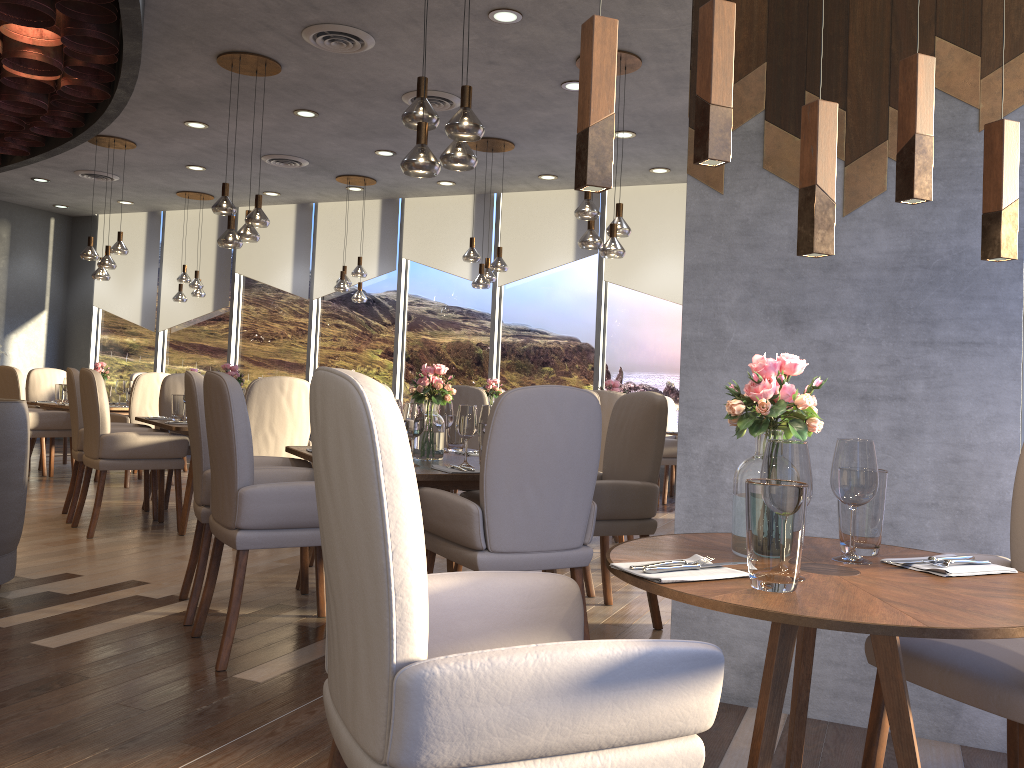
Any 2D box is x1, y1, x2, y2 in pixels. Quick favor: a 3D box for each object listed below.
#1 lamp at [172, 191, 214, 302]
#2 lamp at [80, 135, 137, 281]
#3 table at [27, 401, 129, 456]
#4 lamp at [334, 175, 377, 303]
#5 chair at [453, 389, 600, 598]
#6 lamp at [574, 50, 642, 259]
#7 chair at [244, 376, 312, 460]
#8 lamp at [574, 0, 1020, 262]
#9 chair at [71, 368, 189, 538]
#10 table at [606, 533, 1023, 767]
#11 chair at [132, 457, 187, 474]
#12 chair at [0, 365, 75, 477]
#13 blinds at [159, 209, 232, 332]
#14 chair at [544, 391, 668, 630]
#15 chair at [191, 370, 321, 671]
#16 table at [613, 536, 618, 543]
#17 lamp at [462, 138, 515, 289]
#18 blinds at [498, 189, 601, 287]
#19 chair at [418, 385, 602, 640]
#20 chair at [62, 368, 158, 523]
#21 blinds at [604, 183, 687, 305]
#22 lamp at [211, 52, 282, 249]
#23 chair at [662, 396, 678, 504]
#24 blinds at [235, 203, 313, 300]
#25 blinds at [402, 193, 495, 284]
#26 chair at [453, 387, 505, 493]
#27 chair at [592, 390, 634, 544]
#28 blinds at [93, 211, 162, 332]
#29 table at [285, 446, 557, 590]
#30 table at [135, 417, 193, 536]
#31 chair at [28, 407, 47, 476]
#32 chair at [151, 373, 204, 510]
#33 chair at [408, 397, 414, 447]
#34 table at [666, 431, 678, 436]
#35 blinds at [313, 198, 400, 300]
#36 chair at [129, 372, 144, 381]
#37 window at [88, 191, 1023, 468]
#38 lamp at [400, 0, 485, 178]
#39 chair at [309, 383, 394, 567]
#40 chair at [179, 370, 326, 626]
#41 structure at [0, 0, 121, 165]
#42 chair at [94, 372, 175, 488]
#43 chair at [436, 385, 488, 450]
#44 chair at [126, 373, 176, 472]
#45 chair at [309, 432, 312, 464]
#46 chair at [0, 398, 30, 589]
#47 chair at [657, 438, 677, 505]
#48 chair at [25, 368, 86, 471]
[{"bbox_3d":[-3.912,-1.652,10.845,0.439,1.328,0.439,2,-2,23],"label":"lamp"},{"bbox_3d":[-3.880,-1.667,8.503,0.439,1.328,0.439,4,-2,-28],"label":"lamp"},{"bbox_3d":[-3.968,0.530,8.434,1.307,0.666,0.963,2,-1,40],"label":"table"},{"bbox_3d":[-1.729,-1.565,9.647,0.439,1.328,0.439,2,-2,16],"label":"lamp"},{"bbox_3d":[0.087,0.512,4.357,0.599,1.001,0.528,3,-2,-28],"label":"chair"},{"bbox_3d":[0.618,-1.489,5.901,0.439,1.328,0.439,1,-2,31],"label":"lamp"},{"bbox_3d":[-1.534,0.449,5.439,0.527,1.001,0.600,4,-2,-36],"label":"chair"},{"bbox_3d":[0.637,-1.217,1.773,1.160,1.934,0.118,3,-2,-21],"label":"lamp"},{"bbox_3d":[-2.395,0.412,5.545,0.599,1.001,0.528,4,-2,-38],"label":"chair"},{"bbox_3d":[0.582,0.682,1.669,0.834,0.663,0.833,2,-1,15],"label":"table"},{"bbox_3d":[-3.330,0.395,8.760,0.528,1.001,0.599,1,-2,43],"label":"chair"},{"bbox_3d":[-4.180,0.350,7.760,0.528,1.001,0.599,1,-2,35],"label":"chair"},{"bbox_3d":[-4.180,-2.014,11.804,1.174,2.684,0.007,2,-2,24],"label":"blinds"},{"bbox_3d":[0.328,0.519,3.846,0.599,1.001,0.528,3,-2,-23],"label":"chair"},{"bbox_3d":[-0.847,0.464,3.285,0.599,1.001,0.528,4,-2,-30],"label":"chair"},{"bbox_3d":[0.493,0.709,5.810,0.834,0.663,0.833,3,-1,-2],"label":"table"},{"bbox_3d":[-0.224,-1.511,8.019,0.439,1.328,0.439,1,-2,26],"label":"lamp"},{"bbox_3d":[0.434,-2.408,9.826,1.174,2.684,0.007,2,-2,24],"label":"blinds"},{"bbox_3d":[-0.018,0.499,3.081,0.528,1.001,0.599,4,-2,-28],"label":"chair"},{"bbox_3d":[-2.719,0.402,6.013,0.599,1.001,0.528,4,-2,-30],"label":"chair"},{"bbox_3d":[1.564,-2.065,9.316,1.174,2.684,0.007,2,-2,24],"label":"blinds"},{"bbox_3d":[-1.880,-1.596,6.223,0.439,1.328,0.439,1,-2,29],"label":"lamp"},{"bbox_3d":[1.488,0.604,8.436,0.528,1.001,0.599,3,-2,-23],"label":"chair"},{"bbox_3d":[-3.016,-2.404,11.322,1.174,2.684,0.007,2,-2,24],"label":"blinds"},{"bbox_3d":[-0.724,-2.455,10.331,1.174,2.684,0.007,2,-2,24],"label":"blinds"},{"bbox_3d":[-0.277,0.527,8.506,0.528,1.001,0.599,2,-2,4],"label":"chair"},{"bbox_3d":[0.490,0.536,5.220,0.528,1.001,0.599,2,-2,1],"label":"chair"},{"bbox_3d":[-5.326,-2.061,12.303,1.174,2.684,0.007,2,-2,24],"label":"blinds"},{"bbox_3d":[-0.385,0.654,3.806,0.964,0.666,1.307,3,-1,-26],"label":"table"},{"bbox_3d":[-1.999,0.600,6.125,0.964,0.666,1.307,3,-1,-33],"label":"table"},{"bbox_3d":[-4.626,0.333,8.114,0.528,1.001,0.599,1,-2,43],"label":"chair"},{"bbox_3d":[-2.468,0.419,6.822,0.528,1.001,0.599,4,-2,-30],"label":"chair"},{"bbox_3d":[-1.279,0.491,9.635,0.599,1.001,0.528,3,-2,-10],"label":"chair"},{"bbox_3d":[1.751,0.779,7.864,0.834,0.663,0.833,2,-1,10],"label":"table"},{"bbox_3d":[-1.873,-2.357,10.824,1.174,2.684,0.007,2,-2,24],"label":"blinds"},{"bbox_3d":[-4.497,0.361,11.131,0.600,1.001,0.527,1,-2,37],"label":"chair"},{"bbox_3d":[0.725,-0.793,6.595,8.055,3.203,16.117,3,-1,-22],"label":"window"},{"bbox_3d":[-0.282,-1.544,3.869,0.439,1.328,0.439,2,-2,9],"label":"lamp"},{"bbox_3d":[-0.759,0.477,4.561,0.528,1.001,0.599,3,-2,-23],"label":"chair"},{"bbox_3d":[-1.109,0.456,3.790,0.599,1.001,0.528,3,-2,-23],"label":"chair"},{"bbox_3d":[-4.216,-2.235,5.809,2.752,0.557,9.454,3,-1,-37],"label":"structure"},{"bbox_3d":[-3.330,0.389,7.900,0.600,1.001,0.527,1,-2,37],"label":"chair"},{"bbox_3d":[-0.393,0.513,7.352,0.528,1.001,0.599,2,-2,5],"label":"chair"},{"bbox_3d":[-3.759,0.379,9.129,0.528,1.001,0.599,1,-2,38],"label":"chair"},{"bbox_3d":[-1.290,0.466,6.255,0.599,1.001,0.528,4,-2,-30],"label":"chair"},{"bbox_3d":[-2.395,0.479,3.754,0.774,0.838,0.594,1,-2,43],"label":"chair"},{"bbox_3d":[1.136,0.583,7.739,0.599,1.001,0.528,3,-2,-20],"label":"chair"},{"bbox_3d":[-4.621,0.340,8.962,0.600,1.001,0.527,1,-2,43],"label":"chair"}]
